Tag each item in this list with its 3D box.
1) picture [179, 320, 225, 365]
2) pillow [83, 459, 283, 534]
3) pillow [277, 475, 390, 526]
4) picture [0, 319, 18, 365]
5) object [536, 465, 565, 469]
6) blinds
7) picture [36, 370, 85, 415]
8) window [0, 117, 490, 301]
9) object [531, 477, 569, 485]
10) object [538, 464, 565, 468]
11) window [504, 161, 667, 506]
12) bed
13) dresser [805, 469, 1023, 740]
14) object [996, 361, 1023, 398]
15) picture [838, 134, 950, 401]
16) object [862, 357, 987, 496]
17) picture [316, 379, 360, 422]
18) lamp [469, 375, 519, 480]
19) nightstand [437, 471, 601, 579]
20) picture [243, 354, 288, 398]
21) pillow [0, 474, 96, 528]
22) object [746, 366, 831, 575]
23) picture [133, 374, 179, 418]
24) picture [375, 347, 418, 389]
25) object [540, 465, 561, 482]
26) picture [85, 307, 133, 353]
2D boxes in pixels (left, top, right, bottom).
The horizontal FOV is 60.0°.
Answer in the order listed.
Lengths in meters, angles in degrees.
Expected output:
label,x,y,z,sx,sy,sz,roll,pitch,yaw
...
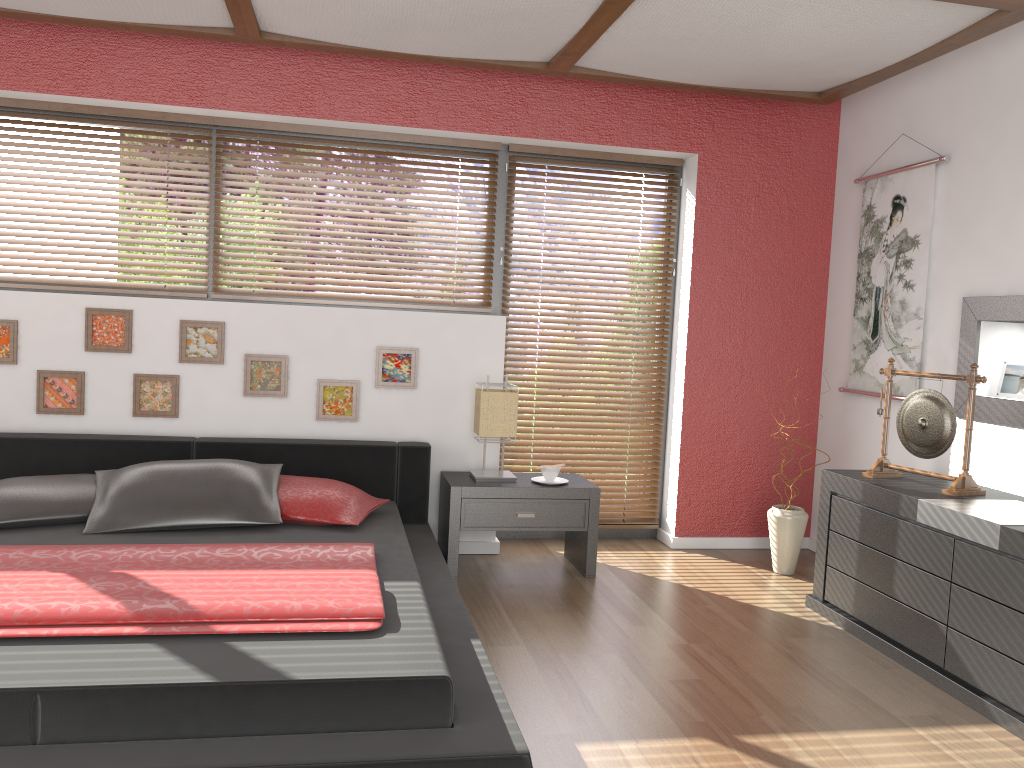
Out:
label,x,y,z,sx,sy,sz,roll,pitch,yaw
picture,-1.448,-0.195,4.142,0.200,0.200,0.010,2,4,-11
pillow,-1.295,0.431,3.539,0.744,0.241,0.386,2,4,-16
pillow,-0.933,0.487,3.757,0.745,0.172,0.418,3,4,8
picture,-2.324,-0.190,3.970,0.200,0.200,0.010,2,4,-11
object,0.182,0.391,4.184,0.192,0.007,0.007,-1,5,-42
blinds,-1.510,-0.279,4.416,4.840,1.952,0.032,2,4,-11
picture,-2.056,0.040,4.040,0.200,0.200,0.010,2,4,-11
window,-1.491,-0.860,4.445,2.817,0.786,0.020,2,4,-11
object,0.179,0.460,4.205,0.179,0.012,0.179,4,4,14
object,0.186,0.389,4.207,0.007,0.007,0.192,6,5,43
window,0.392,-0.250,4.862,0.889,1.893,0.020,2,4,-11
bed,-1.381,0.608,2.943,2.469,0.577,2.413,2,4,-11
dresser,1.726,0.738,3.051,0.540,0.608,1.740,2,4,-11
object,2.076,-0.014,3.572,0.041,0.146,0.226,1,4,-31
picture,1.826,-0.564,4.279,0.028,1.270,0.701,2,4,-11
object,1.633,0.152,3.499,0.173,0.498,0.490,1,4,-26
picture,-0.841,0.080,4.283,0.200,0.200,0.010,2,4,-11
lamp,-0.081,0.201,4.232,0.200,0.480,0.200,2,4,-11
nightstand,0.021,0.668,4.246,0.700,0.423,0.413,2,4,-11
picture,-1.168,-0.039,4.209,0.200,0.200,0.010,2,4,-11
pillow,-1.816,0.458,3.526,0.745,0.172,0.418,0,5,-36
object,1.319,0.417,4.360,0.422,1.035,0.364,0,5,-36
picture,-1.654,0.055,4.121,0.200,0.200,0.010,2,4,-11
picture,-0.563,-0.078,4.325,0.200,0.200,0.010,2,4,-11
object,0.181,0.428,4.203,0.099,0.069,0.099,4,4,14
picture,-1.846,-0.245,4.060,0.200,0.200,0.010,2,4,-11
